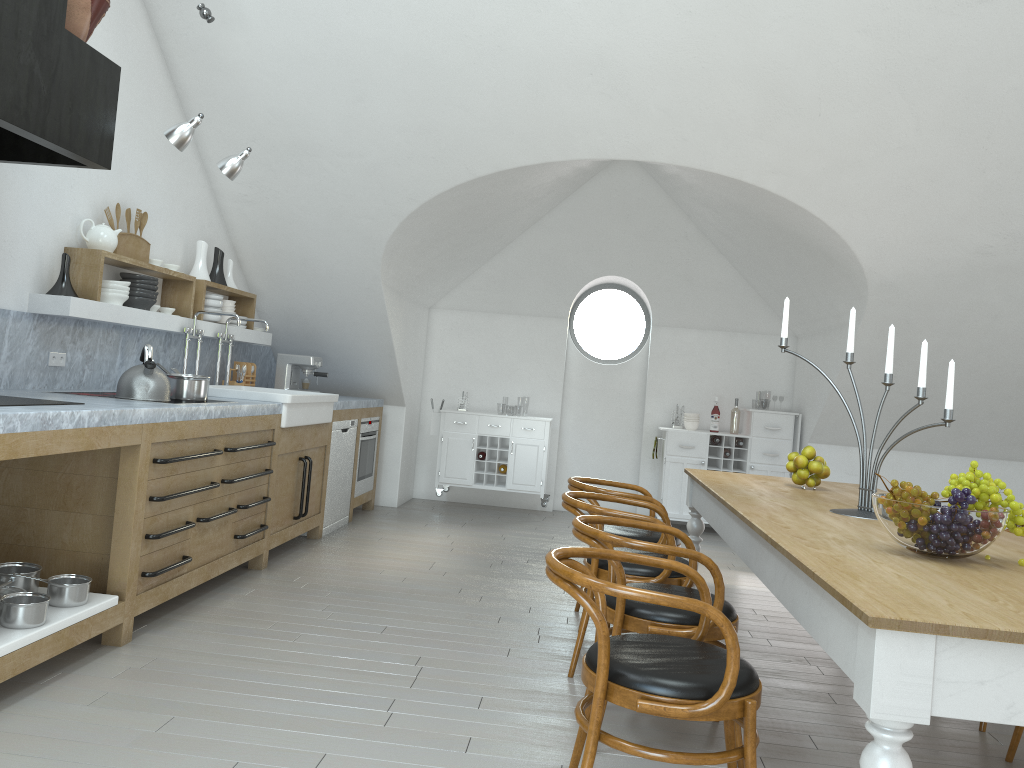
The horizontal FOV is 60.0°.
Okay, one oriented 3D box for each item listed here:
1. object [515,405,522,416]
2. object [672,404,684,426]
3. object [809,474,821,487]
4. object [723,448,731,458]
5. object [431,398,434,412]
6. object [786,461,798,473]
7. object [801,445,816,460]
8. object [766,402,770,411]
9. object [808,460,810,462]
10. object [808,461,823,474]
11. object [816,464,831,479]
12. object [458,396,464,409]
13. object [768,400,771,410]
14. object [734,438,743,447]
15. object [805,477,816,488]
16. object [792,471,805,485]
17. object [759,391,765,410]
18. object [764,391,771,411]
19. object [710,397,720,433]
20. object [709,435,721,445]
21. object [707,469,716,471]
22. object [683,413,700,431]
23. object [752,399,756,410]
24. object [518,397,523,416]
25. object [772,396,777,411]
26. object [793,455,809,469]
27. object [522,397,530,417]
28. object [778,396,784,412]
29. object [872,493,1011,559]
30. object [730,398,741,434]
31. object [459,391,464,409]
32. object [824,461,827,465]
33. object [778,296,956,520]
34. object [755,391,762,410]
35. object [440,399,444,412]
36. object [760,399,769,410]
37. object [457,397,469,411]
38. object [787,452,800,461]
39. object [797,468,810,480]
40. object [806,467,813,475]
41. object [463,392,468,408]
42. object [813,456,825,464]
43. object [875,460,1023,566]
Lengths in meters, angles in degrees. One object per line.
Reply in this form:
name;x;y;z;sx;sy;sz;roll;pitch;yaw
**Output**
object;0.058;0.250;8.167;0.071;0.099;0.071;4;-1;28
object;1.581;0.297;8.419;0.115;0.209;0.065;5;-2;7
object;1.499;0.477;4.390;0.063;0.063;0.063;5;-1;16
object;1.959;0.635;8.148;0.085;0.085;0.330;5;0;5
object;-0.719;0.269;8.153;0.088;0.269;0.029;6;-2;-22
object;1.390;0.410;4.397;0.062;0.059;0.062;5;-1;9
object;1.462;0.339;4.368;0.072;0.074;0.072;5;-1;5
object;2.322;0.202;8.133;0.077;0.085;0.077;5;-1;13
object;1.453;0.387;4.406;0.053;0.051;0.053;5;-1;-24
object;1.473;0.405;4.302;0.071;0.064;0.072;5;-1;-2
object;1.521;0.429;4.338;0.071;0.072;0.070;5;-1;-30
object;-0.460;0.170;8.386;0.097;0.137;0.029;5;-2;8
object;2.358;0.199;8.208;0.071;0.099;0.071;5;-1;13
object;2.073;0.538;8.127;0.087;0.085;0.359;5;0;5
object;1.459;0.481;4.332;0.050;0.050;0.051;5;-1;9
object;1.426;0.464;4.391;0.080;0.074;0.078;6;-1;-40
object;2.320;0.155;8.266;0.054;0.179;0.054;5;-2;-1
object;2.383;0.157;8.279;0.063;0.187;0.063;5;-2;-9
object;1.882;0.283;8.195;0.081;0.330;0.081;5;-2;1
object;1.868;0.516;8.154;0.092;0.094;0.359;5;0;6
object;1.872;0.823;8.145;0.156;0.085;0.331;5;0;6
object;1.657;0.349;8.186;0.154;0.160;0.157;4;-1;33
object;2.266;0.194;8.207;0.093;0.093;0.094;4;-1;38
object;0.072;0.211;8.237;0.054;0.179;0.054;5;-2;-18
object;2.405;0.178;8.122;0.046;0.143;0.046;4;-2;16
object;1.415;0.383;4.343;0.066;0.071;0.072;5;-1;-26
object;0.125;0.212;8.202;0.063;0.187;0.063;5;-2;-10
object;2.473;0.184;8.149;0.046;0.143;0.046;4;-2;16
object;1.221;0.417;2.545;0.360;0.160;0.360;5;0;-15
object;2.060;0.297;8.173;0.085;0.331;0.085;6;-2;-36
object;-0.470;0.153;8.385;0.039;0.175;0.054;5;-2;5
object;1.537;0.402;4.419;0.063;0.063;0.062;6;-1;-33
object;1.385;0.074;3.523;0.265;0.876;0.775;6;-1;-21
object;2.260;0.155;8.133;0.048;0.169;0.048;4;-2;38
object;-0.665;0.273;8.148;0.088;0.269;0.029;4;-2;32
object;2.286;0.189;8.055;0.082;0.105;0.081;4;-2;43
object;-0.464;0.189;8.378;0.101;0.138;0.067;5;-1;5
object;1.408;0.367;4.429;0.062;0.059;0.062;5;-1;6
object;1.418;0.438;4.318;0.059;0.056;0.059;5;-1;0
object;1.481;0.420;4.438;0.076;0.076;0.077;5;-1;-28
object;-0.440;0.158;8.368;0.039;0.164;0.024;4;-2;18
object;1.512;0.383;4.370;0.058;0.057;0.053;5;-1;20
object;1.250;0.357;2.530;0.393;0.284;0.292;5;-1;-31
